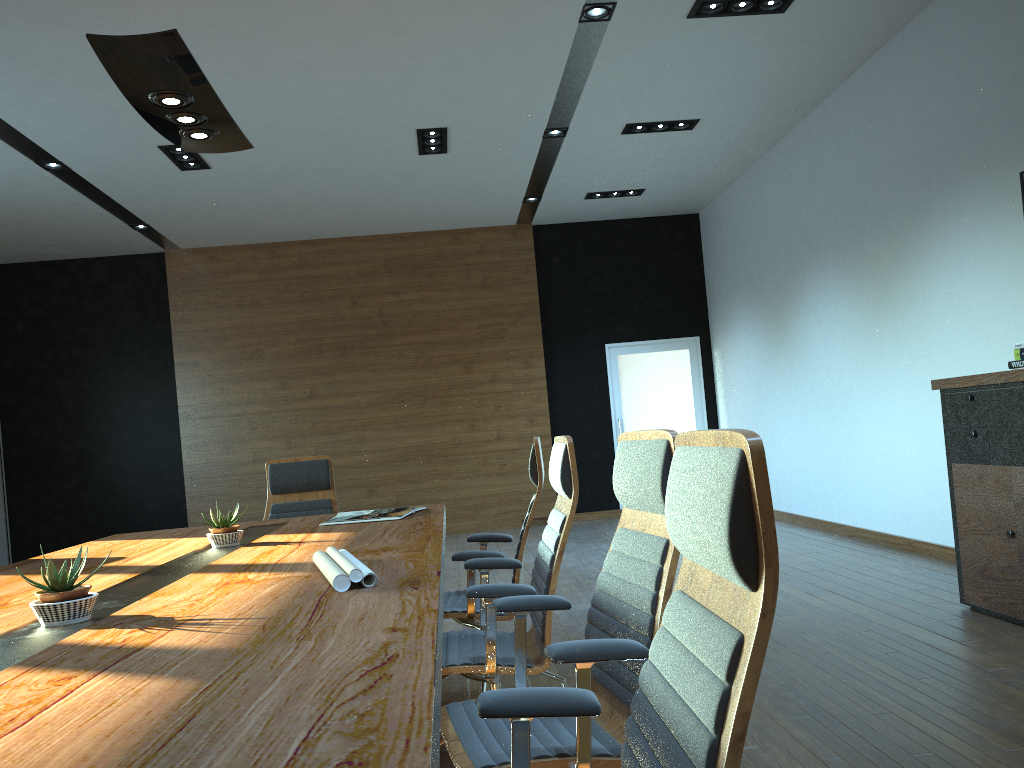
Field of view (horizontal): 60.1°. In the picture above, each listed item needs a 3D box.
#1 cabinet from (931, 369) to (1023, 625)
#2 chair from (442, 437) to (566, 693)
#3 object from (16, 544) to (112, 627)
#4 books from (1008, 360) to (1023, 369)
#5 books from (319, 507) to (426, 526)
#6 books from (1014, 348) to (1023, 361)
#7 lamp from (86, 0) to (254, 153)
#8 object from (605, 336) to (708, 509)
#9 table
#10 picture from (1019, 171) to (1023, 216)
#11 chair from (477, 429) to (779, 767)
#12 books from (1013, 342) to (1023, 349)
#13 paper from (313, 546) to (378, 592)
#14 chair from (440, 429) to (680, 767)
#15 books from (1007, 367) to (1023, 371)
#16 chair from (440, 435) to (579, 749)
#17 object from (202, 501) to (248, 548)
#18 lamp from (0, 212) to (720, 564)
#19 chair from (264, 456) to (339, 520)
[{"bbox_3d":[2.794,0.486,3.661,0.767,1.232,2.352,-5,-3,-4],"label":"cabinet"},{"bbox_3d":[-0.149,0.824,3.929,0.696,1.127,0.707,-5,-1,3],"label":"chair"},{"bbox_3d":[-1.065,0.472,2.100,0.153,0.187,0.177,-6,-2,36],"label":"object"},{"bbox_3d":[2.846,-0.125,4.611,0.273,0.041,0.404,-5,-3,-9],"label":"books"},{"bbox_3d":[-0.674,0.638,4.374,0.389,0.033,0.545,-6,-3,7],"label":"books"},{"bbox_3d":[2.873,-0.179,4.621,0.287,0.063,0.369,-5,-3,-4],"label":"books"},{"bbox_3d":[-1.367,-1.658,3.572,0.340,1.198,1.199,-5,-2,-4],"label":"lamp"},{"bbox_3d":[1.846,0.534,11.146,1.197,2.158,0.200,-5,-1,-4],"label":"object"},{"bbox_3d":[-1.026,0.959,2.103,1.784,0.796,5.551,-5,-3,-4],"label":"table"},{"bbox_3d":[2.938,-0.975,4.853,0.028,0.483,0.380,-5,-2,-4],"label":"picture"},{"bbox_3d":[0.035,0.655,1.283,0.696,1.127,0.707,-5,-1,-3],"label":"chair"},{"bbox_3d":[2.869,-0.226,4.623,0.291,0.032,0.362,-5,-3,-6],"label":"books"},{"bbox_3d":[-0.962,0.489,1.707,0.630,0.083,2.239,-7,-4,36],"label":"paper"},{"bbox_3d":[0.091,0.703,2.209,0.695,1.127,0.707,-5,-1,-12],"label":"chair"},{"bbox_3d":[2.869,-0.096,4.609,0.323,0.021,0.444,-5,-3,-4],"label":"books"},{"bbox_3d":[-0.083,0.768,3.063,0.696,1.127,0.707,-5,-1,-4],"label":"chair"},{"bbox_3d":[-1.177,0.569,3.614,0.177,0.187,0.153,-4,-2,-29],"label":"object"},{"bbox_3d":[-1.959,-0.073,8.274,9.388,3.705,16.712,-5,-3,-4],"label":"lamp"},{"bbox_3d":[-1.219,0.981,4.989,0.706,1.127,0.697,-5,-1,-2],"label":"chair"}]
